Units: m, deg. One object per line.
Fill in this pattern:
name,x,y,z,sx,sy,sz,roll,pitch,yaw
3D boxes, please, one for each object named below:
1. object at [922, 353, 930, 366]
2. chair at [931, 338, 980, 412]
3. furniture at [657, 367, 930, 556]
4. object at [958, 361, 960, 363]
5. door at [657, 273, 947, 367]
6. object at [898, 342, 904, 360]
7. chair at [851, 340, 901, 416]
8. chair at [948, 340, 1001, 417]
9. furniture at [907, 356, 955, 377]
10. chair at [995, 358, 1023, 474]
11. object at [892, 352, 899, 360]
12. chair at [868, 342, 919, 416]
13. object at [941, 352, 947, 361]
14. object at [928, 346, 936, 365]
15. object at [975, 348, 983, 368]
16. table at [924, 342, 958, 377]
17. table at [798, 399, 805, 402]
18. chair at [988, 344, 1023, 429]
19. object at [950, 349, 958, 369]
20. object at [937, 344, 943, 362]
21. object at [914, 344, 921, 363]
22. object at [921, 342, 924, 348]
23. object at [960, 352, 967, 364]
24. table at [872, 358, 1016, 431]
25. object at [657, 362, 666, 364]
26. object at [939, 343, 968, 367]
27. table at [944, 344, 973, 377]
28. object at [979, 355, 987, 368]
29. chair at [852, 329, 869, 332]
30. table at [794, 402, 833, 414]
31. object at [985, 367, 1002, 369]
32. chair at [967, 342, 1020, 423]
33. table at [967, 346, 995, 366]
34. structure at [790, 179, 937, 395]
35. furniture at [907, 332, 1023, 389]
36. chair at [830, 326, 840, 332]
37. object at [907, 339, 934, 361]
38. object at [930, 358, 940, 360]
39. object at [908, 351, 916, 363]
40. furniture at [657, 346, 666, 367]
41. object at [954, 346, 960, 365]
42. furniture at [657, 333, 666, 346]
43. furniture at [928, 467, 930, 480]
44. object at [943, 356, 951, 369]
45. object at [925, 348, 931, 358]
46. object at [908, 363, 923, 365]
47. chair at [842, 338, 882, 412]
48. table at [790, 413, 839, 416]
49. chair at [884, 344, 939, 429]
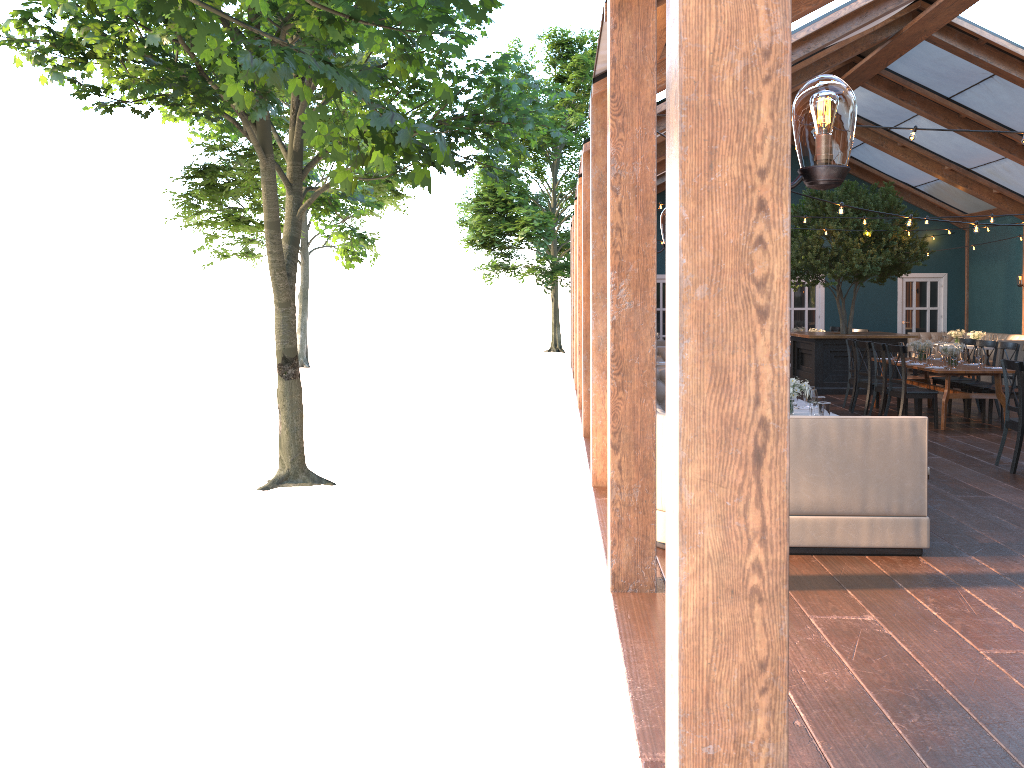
object,5.342,-0.315,11.414,0.092,0.158,0.092,1,3,29
chair,6.338,-0.134,12.645,0.539,1.018,0.478,0,2,3
furniture,1.822,0.439,7.531,1.709,0.857,4.173,0,5,3
object,6.010,-0.302,12.036,0.255,0.019,0.158,0,5,3
door,6.167,-1.517,21.117,8.171,2.206,0.174,0,2,3
object,5.537,-0.469,12.594,0.092,0.244,0.092,-2,3,-39
chair,5.007,-0.084,12.156,0.539,1.018,0.478,0,2,-2
chair,6.308,-0.082,12.085,0.539,1.018,0.478,0,2,-2
furniture,8.471,-0.311,17.796,0.313,0.398,2.337,0,5,3
chair,4.827,0.287,8.178,0.539,1.018,0.478,0,2,11
object,5.425,-0.418,12.521,0.092,0.158,0.092,1,3,19
chair,5.002,-0.032,11.595,0.539,1.018,0.478,0,2,6
object,5.953,-0.394,12.200,0.092,0.158,0.092,1,3,29
object,5.455,-0.367,11.502,0.092,0.244,0.092,0,2,6
object,5.818,-0.324,11.030,0.092,0.244,0.092,1,2,28
table,9.184,-0.521,18.560,0.798,0.671,0.801,0,4,2
table,2.255,0.456,8.338,0.798,0.671,0.801,0,4,2
chair,6.248,0.022,10.967,0.539,1.018,0.478,0,2,8
object,5.447,-0.312,10.911,0.092,0.244,0.092,0,2,6
object,5.878,-0.425,12.129,0.092,0.244,0.092,0,2,0
object,5.497,-0.413,12.002,0.092,0.244,0.092,0,2,0
object,5.875,-0.482,12.730,0.092,0.244,0.092,-1,2,-16
object,5.951,-0.341,11.664,0.092,0.158,0.092,-2,3,-31
table,5.665,0.090,11.820,0.950,0.728,2.440,0,5,3
object,2.229,-0.309,12.839,0.255,0.019,0.158,0,5,3
object,5.625,-0.382,11.311,0.329,0.309,0.337,3,5,40
table,9.141,-0.445,17.745,0.798,0.671,0.801,0,4,3
object,5.898,-0.287,11.088,0.092,0.158,0.092,2,3,39
chair,6.554,-0.545,17.053,0.539,1.018,0.478,-1,2,-14
table,2.212,0.532,7.523,0.798,0.671,0.801,0,4,3
object,5.942,-0.201,10.914,0.255,0.019,0.158,0,5,3
chair,6.278,-0.030,11.526,0.539,1.018,0.478,0,2,3
table,9.097,-0.369,16.931,0.798,0.671,0.801,0,4,2
structure,5.867,-1.735,15.484,2.714,3.689,2.859,0,3,12
furniture,9.578,-0.536,17.696,1.709,0.857,4.173,0,5,3
chair,6.665,-0.703,18.747,0.539,1.018,0.478,0,2,-2
object,5.710,-0.480,12.356,0.336,0.309,0.330,0,4,-1
object,6.030,-0.360,12.617,0.255,0.019,0.158,0,5,3
object,5.395,-0.364,11.932,0.092,0.158,0.092,0,2,9
furniture,2.065,0.017,12.056,1.709,0.857,4.173,0,5,3
object,5.818,-0.378,11.601,0.092,0.244,0.092,-2,3,-45
furniture,2.389,-0.546,18.096,1.709,0.857,4.173,0,5,3
furniture,2.900,0.669,7.490,0.313,0.398,2.337,0,5,3
object,5.324,-0.261,10.830,0.092,0.158,0.092,2,3,39
object,6.014,-0.445,12.785,0.092,0.158,0.092,1,3,29
object,5.331,-0.263,11.598,0.255,0.019,0.158,0,5,3
chair,5.074,-0.136,12.712,0.539,1.018,0.478,0,2,8
table,2.168,0.608,6.709,0.798,0.671,0.801,0,4,2
chair,4.972,0.021,11.036,0.539,1.018,0.478,0,2,-2
